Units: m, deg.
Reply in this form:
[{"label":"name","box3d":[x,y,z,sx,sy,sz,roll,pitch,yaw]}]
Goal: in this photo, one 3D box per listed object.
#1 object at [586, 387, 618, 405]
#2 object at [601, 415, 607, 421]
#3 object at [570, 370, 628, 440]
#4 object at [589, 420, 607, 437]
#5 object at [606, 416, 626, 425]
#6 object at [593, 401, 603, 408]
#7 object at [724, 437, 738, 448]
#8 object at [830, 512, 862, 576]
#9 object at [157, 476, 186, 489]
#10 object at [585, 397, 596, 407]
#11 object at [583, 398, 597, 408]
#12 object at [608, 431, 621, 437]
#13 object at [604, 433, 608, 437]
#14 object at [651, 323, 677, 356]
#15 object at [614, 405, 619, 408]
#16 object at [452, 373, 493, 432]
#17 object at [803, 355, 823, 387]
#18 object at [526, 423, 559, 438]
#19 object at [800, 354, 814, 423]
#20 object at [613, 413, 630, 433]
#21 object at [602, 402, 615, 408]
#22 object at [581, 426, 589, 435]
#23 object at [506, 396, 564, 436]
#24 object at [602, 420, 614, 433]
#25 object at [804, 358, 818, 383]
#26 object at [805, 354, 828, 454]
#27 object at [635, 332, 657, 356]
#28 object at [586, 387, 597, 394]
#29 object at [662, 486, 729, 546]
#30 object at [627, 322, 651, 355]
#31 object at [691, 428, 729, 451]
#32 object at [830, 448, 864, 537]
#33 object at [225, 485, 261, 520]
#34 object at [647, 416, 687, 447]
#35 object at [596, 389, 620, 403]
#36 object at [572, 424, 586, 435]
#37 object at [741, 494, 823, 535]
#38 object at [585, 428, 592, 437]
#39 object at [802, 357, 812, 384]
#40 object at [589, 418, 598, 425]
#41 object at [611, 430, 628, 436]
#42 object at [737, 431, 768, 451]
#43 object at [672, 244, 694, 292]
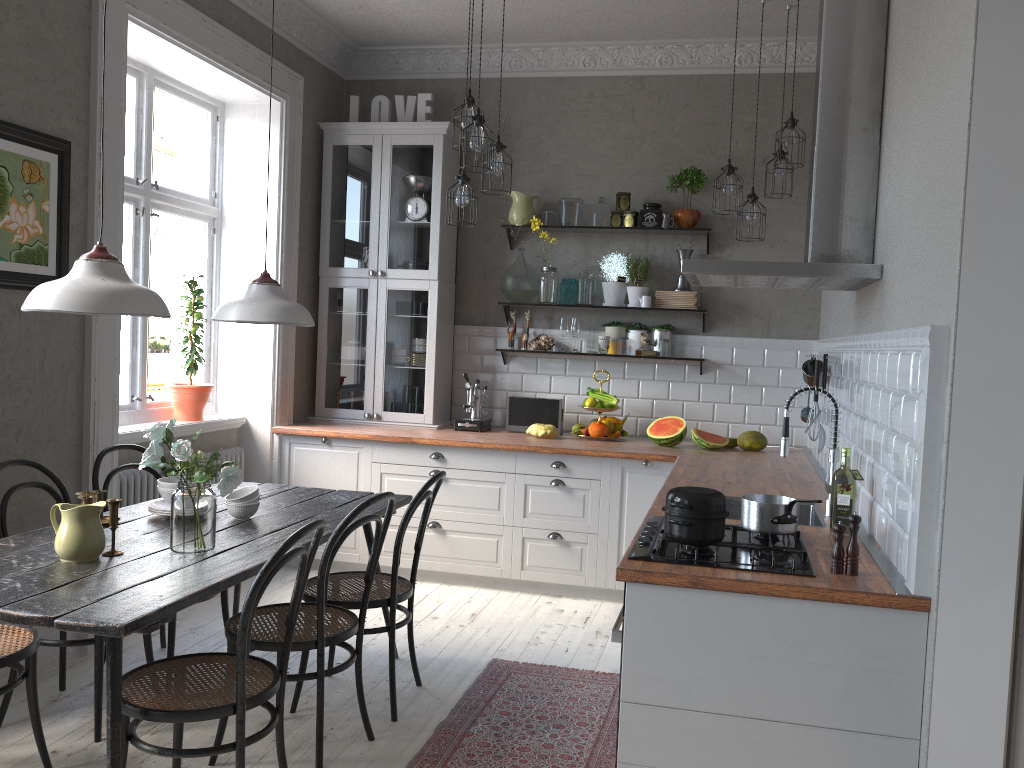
[{"label":"object","box3d":[0.552,0.071,5.402,0.208,0.101,0.068,4,3,19]},{"label":"object","box3d":[0.572,0.241,5.498,0.085,0.093,0.087,3,3,9]},{"label":"object","box3d":[0.542,0.125,5.433,0.352,0.425,0.351,2,3,-2]},{"label":"object","box3d":[0.516,0.269,5.315,0.114,0.110,0.110,2,3,-20]},{"label":"object","box3d":[0.638,0.229,5.440,0.126,0.056,0.060,3,3,5]},{"label":"object","box3d":[0.521,0.136,5.381,0.063,0.061,0.067,3,3,13]},{"label":"object","box3d":[1.279,0.345,5.236,0.203,0.073,0.118,1,3,-24]},{"label":"object","box3d":[0.887,0.420,2.352,0.072,0.166,0.036,3,3,12]},{"label":"object","box3d":[-1.219,0.402,3.287,0.179,0.094,0.180,3,3,4]},{"label":"object","box3d":[0.478,0.112,5.374,0.058,0.069,0.080,4,3,33]},{"label":"object","box3d":[0.482,0.124,5.451,0.096,0.078,0.101,3,3,0]},{"label":"object","box3d":[0.618,0.306,5.364,0.069,0.051,0.088,1,3,-29]},{"label":"object","box3d":[0.551,0.308,5.385,0.070,0.065,0.070,4,3,34]},{"label":"object","box3d":[0.956,-0.277,5.583,0.157,0.213,0.154,3,3,11]},{"label":"object","box3d":[0.631,0.138,5.424,0.051,0.050,0.050,4,3,22]},{"label":"object","box3d":[-0.251,0.109,5.550,0.204,0.370,0.356,3,3,14]},{"label":"object","box3d":[1.503,-0.063,4.378,0.106,0.161,0.139,4,3,30]},{"label":"object","box3d":[0.185,0.282,5.344,0.195,0.083,0.191,3,3,13]},{"label":"object","box3d":[1.641,0.026,4.885,0.076,0.378,0.083,3,3,13]},{"label":"object","box3d":[0.662,0.237,5.428,0.060,0.120,0.128,5,3,37]},{"label":"object","box3d":[0.583,0.140,5.403,0.076,0.062,0.099,2,3,-14]},{"label":"object","box3d":[0.461,0.287,5.439,0.090,0.057,0.083,0,4,-45]},{"label":"object","box3d":[0.144,0.198,5.558,0.348,0.226,0.089,3,3,12]},{"label":"object","box3d":[0.574,0.257,5.380,0.087,0.078,0.089,5,4,39]},{"label":"object","box3d":[1.543,-0.067,4.501,0.107,0.161,0.138,3,3,15]},{"label":"object","box3d":[1.383,0.083,4.029,0.080,0.443,0.332,3,3,14]},{"label":"object","box3d":[0.843,-0.246,5.509,0.120,0.147,0.099,2,3,-19]},{"label":"object","box3d":[0.489,0.046,5.419,0.073,0.058,0.050,2,3,-11]},{"label":"object","box3d":[0.520,0.374,2.515,0.191,0.147,0.192,2,3,-7]},{"label":"object","box3d":[0.794,-0.287,5.608,0.170,0.214,0.150,5,4,43]},{"label":"object","box3d":[1.141,0.320,5.084,0.225,0.127,0.148,2,3,-5]},{"label":"object","box3d":[1.083,0.349,2.856,0.089,0.282,0.082,3,3,13]},{"label":"object","box3d":[-1.000,0.439,3.286,0.122,0.119,0.130,4,3,29]},{"label":"object","box3d":[0.905,0.280,5.185,0.231,0.174,0.222,5,3,35]},{"label":"object","box3d":[0.596,0.080,5.463,0.177,0.096,0.090,4,3,33]},{"label":"object","box3d":[0.431,0.280,5.483,0.075,0.072,0.155,5,4,42]},{"label":"object","box3d":[0.837,0.388,2.683,0.178,0.134,0.297,0,4,-42]},{"label":"object","box3d":[0.479,0.296,5.452,0.070,0.076,0.228,2,3,-4]},{"label":"object","box3d":[1.575,-0.072,4.626,0.106,0.161,0.139,4,3,25]},{"label":"object","box3d":[0.543,0.249,5.512,0.077,0.076,0.157,5,4,39]},{"label":"object","box3d":[0.632,0.291,5.487,0.055,0.044,0.212,0,4,-38]},{"label":"object","box3d":[1.400,0.331,5.158,0.207,0.119,0.130,1,3,-24]},{"label":"object","box3d":[1.066,-0.713,5.492,0.131,0.287,0.130,2,3,-2]}]
